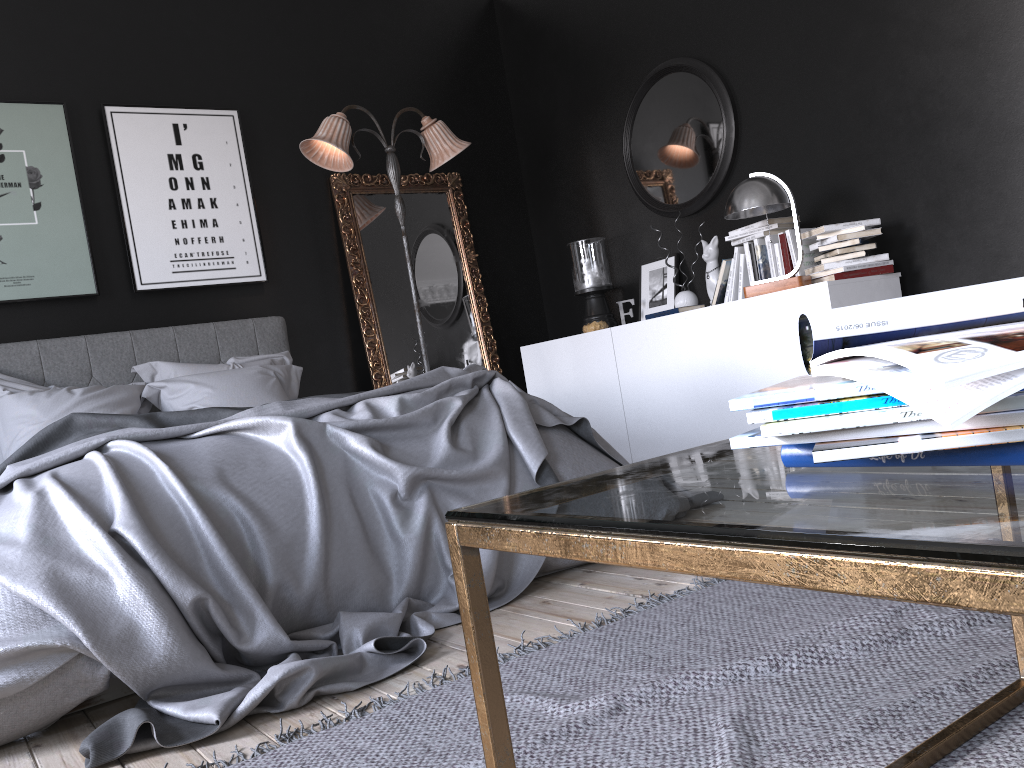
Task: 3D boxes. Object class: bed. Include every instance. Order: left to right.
[{"bbox_3d":[-1.270,0.228,3.658,3.288,1.299,2.760,-9,1,44],"label":"bed"}]

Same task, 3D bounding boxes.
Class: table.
[{"bbox_3d":[0.821,0.270,0.646,1.091,0.558,1.451,-10,1,-34],"label":"table"}]

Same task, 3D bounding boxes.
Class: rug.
[{"bbox_3d":[0.961,0.516,0.776,2.102,0.050,3.649,-10,0,-34],"label":"rug"}]

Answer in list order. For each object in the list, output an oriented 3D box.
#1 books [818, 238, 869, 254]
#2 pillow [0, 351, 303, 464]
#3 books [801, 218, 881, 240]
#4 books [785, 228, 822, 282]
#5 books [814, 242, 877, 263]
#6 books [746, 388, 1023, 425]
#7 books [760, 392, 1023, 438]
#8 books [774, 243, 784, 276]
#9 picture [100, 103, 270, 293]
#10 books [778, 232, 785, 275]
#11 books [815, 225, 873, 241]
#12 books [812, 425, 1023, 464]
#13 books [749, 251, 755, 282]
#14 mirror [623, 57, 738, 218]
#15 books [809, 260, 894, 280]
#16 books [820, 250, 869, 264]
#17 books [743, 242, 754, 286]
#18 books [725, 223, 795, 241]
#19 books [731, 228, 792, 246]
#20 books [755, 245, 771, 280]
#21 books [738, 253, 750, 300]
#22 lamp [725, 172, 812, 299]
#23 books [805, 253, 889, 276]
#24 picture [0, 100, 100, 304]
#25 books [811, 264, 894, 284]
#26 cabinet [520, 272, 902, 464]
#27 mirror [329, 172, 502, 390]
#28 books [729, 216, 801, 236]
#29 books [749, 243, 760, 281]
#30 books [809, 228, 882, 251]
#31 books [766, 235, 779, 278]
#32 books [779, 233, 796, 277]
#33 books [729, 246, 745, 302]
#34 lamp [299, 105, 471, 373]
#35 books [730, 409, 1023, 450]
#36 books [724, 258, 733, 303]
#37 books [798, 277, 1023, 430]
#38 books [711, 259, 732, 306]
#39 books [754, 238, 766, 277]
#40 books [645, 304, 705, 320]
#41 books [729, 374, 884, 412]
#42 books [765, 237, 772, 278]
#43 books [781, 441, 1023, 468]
[{"bbox_3d":[1.597,-0.662,4.265,0.193,0.030,0.289,-9,0,30],"label":"books"},{"bbox_3d":[-1.873,0.134,4.606,1.827,0.760,0.681,-10,1,-34],"label":"pillow"},{"bbox_3d":[1.569,-0.742,4.259,0.306,0.030,0.220,-10,0,-14],"label":"books"},{"bbox_3d":[1.485,-0.628,4.451,0.220,0.308,0.050,-10,2,-34],"label":"books"},{"bbox_3d":[1.603,-0.633,4.281,0.193,0.030,0.289,-9,0,-3],"label":"books"},{"bbox_3d":[0.386,-0.005,0.751,0.319,0.011,0.252,-9,0,27],"label":"books"},{"bbox_3d":[0.392,0.005,0.732,0.319,0.011,0.252,-9,0,27],"label":"books"},{"bbox_3d":[1.431,-0.596,4.541,0.195,0.259,0.026,-10,2,-34],"label":"books"},{"bbox_3d":[-1.905,-1.102,5.226,0.790,1.079,0.014,-10,2,-34],"label":"picture"},{"bbox_3d":[1.464,-0.625,4.531,0.220,0.307,0.030,-10,2,-34],"label":"books"},{"bbox_3d":[1.610,-0.722,4.276,0.220,0.024,0.307,-9,0,31],"label":"books"},{"bbox_3d":[0.416,0.023,0.714,0.319,0.011,0.252,-9,0,22],"label":"books"},{"bbox_3d":[1.340,-0.581,4.675,0.195,0.259,0.026,-10,2,-34],"label":"books"},{"bbox_3d":[0.979,-1.469,5.330,0.061,0.925,0.925,-11,1,-34],"label":"mirror"},{"bbox_3d":[1.618,-0.546,4.239,0.318,0.025,0.229,-10,0,-24],"label":"books"},{"bbox_3d":[1.606,-0.603,4.273,0.203,0.029,0.268,-9,0,26],"label":"books"},{"bbox_3d":[1.339,-0.605,4.717,0.220,0.307,0.030,-10,2,-34],"label":"books"},{"bbox_3d":[1.311,-0.797,4.658,0.220,0.024,0.308,-10,1,-44],"label":"books"},{"bbox_3d":[1.312,-0.772,4.665,0.195,0.026,0.259,-10,0,-24],"label":"books"},{"bbox_3d":[1.352,-0.586,4.585,0.204,0.270,0.029,-10,2,-34],"label":"books"},{"bbox_3d":[1.288,-0.572,4.753,0.195,0.256,0.091,-10,2,-34],"label":"books"},{"bbox_3d":[1.217,-0.727,4.284,0.341,0.591,0.328,-9,2,36],"label":"lamp"},{"bbox_3d":[1.605,-0.573,4.265,0.318,0.031,0.229,-10,0,-4],"label":"books"},{"bbox_3d":[-2.695,-0.966,4.682,0.790,1.079,0.014,-10,2,-34],"label":"picture"},{"bbox_3d":[1.619,-0.514,4.230,0.294,0.038,0.234,-10,0,-7],"label":"books"},{"bbox_3d":[1.025,0.046,5.068,0.569,0.883,2.399,-10,1,-34],"label":"cabinet"},{"bbox_3d":[-0.547,-0.362,5.980,0.989,2.193,0.254,-10,2,-34],"label":"mirror"},{"bbox_3d":[1.328,-0.828,4.673,0.220,0.030,0.307,-10,0,-24],"label":"books"},{"bbox_3d":[1.333,-0.596,4.638,0.192,0.289,0.030,-10,2,-34],"label":"books"},{"bbox_3d":[1.599,-0.693,4.263,0.220,0.030,0.306,-10,0,-4],"label":"books"},{"bbox_3d":[1.410,-0.616,4.563,0.220,0.307,0.024,-10,2,-34],"label":"books"},{"bbox_3d":[1.464,-0.619,4.488,0.235,0.295,0.038,-10,2,-34],"label":"books"},{"bbox_3d":[1.265,-0.589,4.778,0.220,0.296,0.127,-10,2,-34],"label":"books"},{"bbox_3d":[-0.574,-0.470,5.327,0.986,2.412,0.772,-10,1,-1],"label":"lamp"},{"bbox_3d":[0.383,0.017,0.745,0.319,0.011,0.252,-9,1,37],"label":"books"},{"bbox_3d":[1.244,-0.559,4.820,0.195,0.245,0.132,-10,1,-34],"label":"books"},{"bbox_3d":[0.429,-0.036,0.697,0.322,0.109,0.273,-9,1,1],"label":"books"},{"bbox_3d":[1.196,-0.553,4.837,0.202,0.246,0.159,-10,1,-34],"label":"books"},{"bbox_3d":[1.366,-0.610,4.628,0.220,0.307,0.024,-10,2,-34],"label":"books"},{"bbox_3d":[0.890,-0.392,4.839,0.192,0.030,0.290,-10,0,-29],"label":"books"},{"bbox_3d":[0.380,-0.015,0.758,0.319,0.011,0.252,-9,0,32],"label":"books"},{"bbox_3d":[1.417,-0.618,4.601,0.220,0.307,0.030,-10,2,-34],"label":"books"},{"bbox_3d":[0.378,0.046,0.767,0.162,0.023,0.232,-10,1,-34],"label":"books"}]
